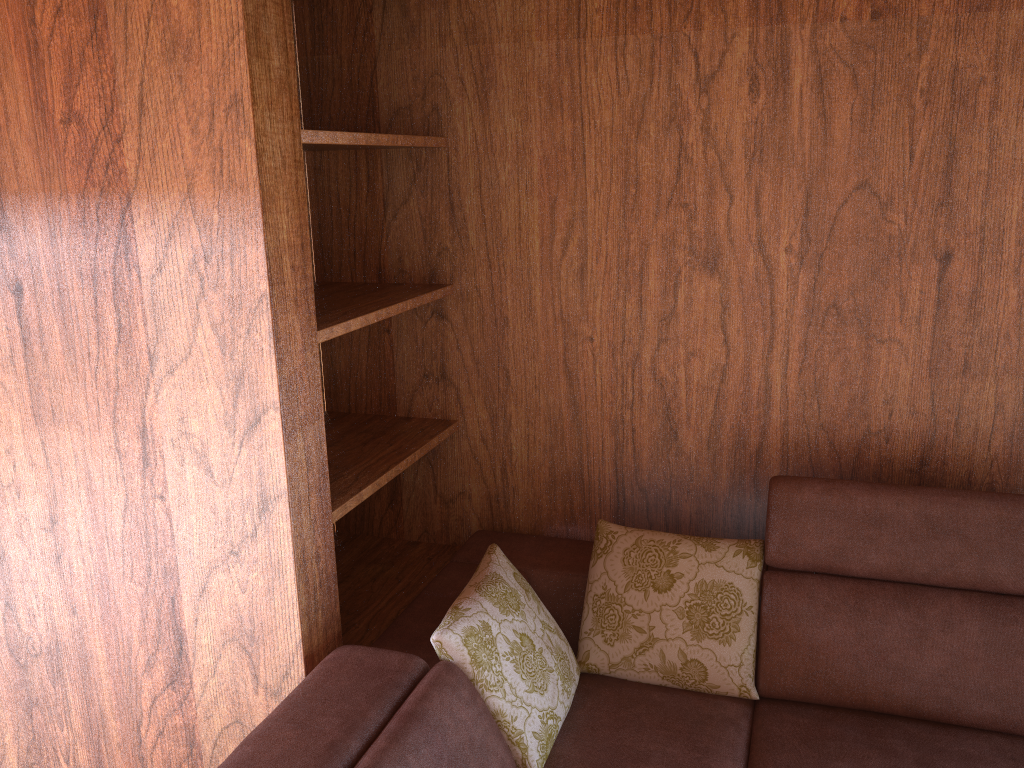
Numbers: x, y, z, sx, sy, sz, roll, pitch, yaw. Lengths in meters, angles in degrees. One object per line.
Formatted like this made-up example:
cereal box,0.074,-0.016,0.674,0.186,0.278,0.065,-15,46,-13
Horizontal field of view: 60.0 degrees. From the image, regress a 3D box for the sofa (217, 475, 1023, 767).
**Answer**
sofa,0.812,0.762,1.388,2.492,0.761,1.705,3,15,18
